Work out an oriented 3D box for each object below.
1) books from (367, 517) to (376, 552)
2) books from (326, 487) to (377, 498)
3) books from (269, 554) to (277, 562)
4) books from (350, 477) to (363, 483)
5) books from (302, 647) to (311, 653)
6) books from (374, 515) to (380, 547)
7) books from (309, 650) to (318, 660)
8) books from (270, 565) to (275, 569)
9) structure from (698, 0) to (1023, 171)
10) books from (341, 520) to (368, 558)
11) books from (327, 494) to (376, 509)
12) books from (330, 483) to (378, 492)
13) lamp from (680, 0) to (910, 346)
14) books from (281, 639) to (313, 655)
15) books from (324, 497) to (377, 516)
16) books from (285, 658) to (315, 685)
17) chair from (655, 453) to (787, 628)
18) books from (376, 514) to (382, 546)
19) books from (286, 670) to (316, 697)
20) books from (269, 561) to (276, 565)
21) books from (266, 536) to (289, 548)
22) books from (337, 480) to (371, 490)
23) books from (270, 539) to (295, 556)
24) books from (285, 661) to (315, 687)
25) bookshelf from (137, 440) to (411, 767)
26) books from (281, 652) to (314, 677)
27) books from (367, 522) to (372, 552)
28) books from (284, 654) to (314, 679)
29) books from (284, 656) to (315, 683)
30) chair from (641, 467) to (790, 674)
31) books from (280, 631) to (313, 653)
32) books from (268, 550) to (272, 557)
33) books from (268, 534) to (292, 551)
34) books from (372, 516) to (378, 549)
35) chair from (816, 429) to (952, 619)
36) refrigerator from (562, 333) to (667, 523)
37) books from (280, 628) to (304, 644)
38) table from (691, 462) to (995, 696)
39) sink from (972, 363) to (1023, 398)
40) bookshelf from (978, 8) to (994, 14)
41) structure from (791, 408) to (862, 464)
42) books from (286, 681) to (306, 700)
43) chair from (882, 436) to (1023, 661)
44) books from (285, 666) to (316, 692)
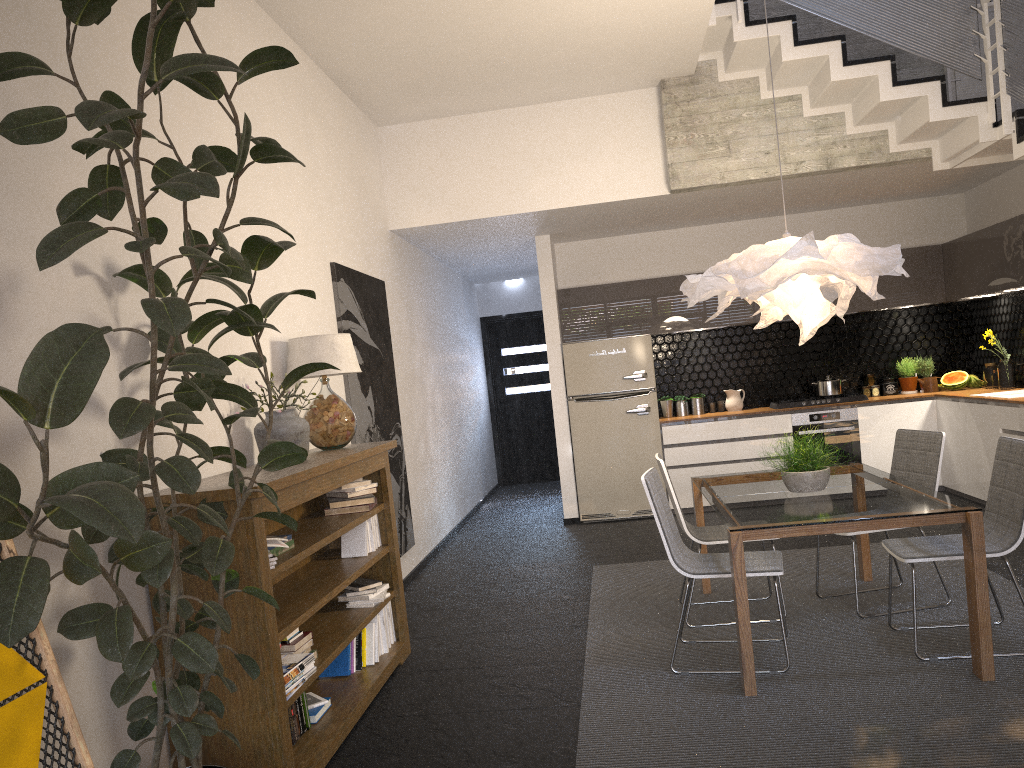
[{"bbox_3d":[-0.791,0.787,4.630,0.136,0.189,0.018,-6,3,7],"label":"books"},{"bbox_3d":[-0.847,0.569,4.661,0.178,0.029,0.225,-6,1,-41],"label":"books"},{"bbox_3d":[-1.040,0.656,3.317,0.252,0.011,0.319,-6,0,-27],"label":"books"},{"bbox_3d":[-0.884,0.503,4.638,0.205,0.022,0.155,-6,0,-8],"label":"books"},{"bbox_3d":[-0.952,1.106,3.601,0.227,0.024,0.166,-6,0,5],"label":"books"},{"bbox_3d":[-0.786,0.786,4.751,0.136,0.189,0.018,-6,3,7],"label":"books"},{"bbox_3d":[-0.940,1.134,3.608,0.243,0.034,0.179,-6,0,9],"label":"books"},{"bbox_3d":[-1.026,0.676,3.293,0.252,0.011,0.318,-6,0,-20],"label":"books"},{"bbox_3d":[1.702,-2.957,5.213,4.237,8.333,8.435,-6,2,6],"label":"structure"},{"bbox_3d":[-0.808,0.792,4.538,0.135,0.182,0.077,-6,3,7],"label":"books"},{"bbox_3d":[0.648,-2.928,6.102,5.371,6.728,0.361,-8,4,-43],"label":"books"},{"bbox_3d":[-0.858,0.545,4.658,0.244,0.019,0.174,-6,0,32],"label":"books"},{"bbox_3d":[1.142,-2.782,4.285,1.119,5.228,1.057,-5,4,17],"label":"lamp"},{"bbox_3d":[-0.962,1.083,3.612,0.243,0.024,0.174,-6,0,14],"label":"books"},{"bbox_3d":[-0.834,0.636,4.602,0.230,0.034,0.285,-6,0,-1],"label":"books"},{"bbox_3d":[-0.903,1.092,3.339,0.219,0.008,0.304,-6,0,10],"label":"books"},{"bbox_3d":[1.144,0.829,4.916,0.602,0.922,0.473,-6,3,7],"label":"chair"},{"bbox_3d":[-0.782,0.785,4.774,0.135,0.190,0.031,-6,3,7],"label":"books"},{"bbox_3d":[-0.899,1.136,3.333,0.219,0.007,0.304,-6,0,11],"label":"books"},{"bbox_3d":[-1.032,0.666,3.301,0.252,0.011,0.318,-6,0,-24],"label":"books"},{"bbox_3d":[-1.052,0.601,3.341,0.323,0.109,0.272,-6,1,41],"label":"books"},{"bbox_3d":[-0.873,0.525,4.639,0.174,0.024,0.243,-6,0,-39],"label":"books"},{"bbox_3d":[-0.996,0.662,3.506,0.180,0.034,0.242,-6,0,10],"label":"books"},{"bbox_3d":[-0.908,1.104,3.342,0.219,0.006,0.303,-6,0,11],"label":"books"},{"bbox_3d":[-0.896,0.928,3.942,0.451,1.175,1.913,-6,1,6],"label":"bookshelf"},{"bbox_3d":[-0.911,1.069,3.341,0.219,0.013,0.304,-6,0,11],"label":"books"},{"bbox_3d":[-0.799,0.802,4.615,0.120,0.159,0.016,-6,3,7],"label":"books"},{"bbox_3d":[-0.912,1.078,3.340,0.219,0.008,0.303,-6,0,11],"label":"books"},{"bbox_3d":[-0.907,1.085,3.339,0.219,0.008,0.304,-6,0,10],"label":"books"},{"bbox_3d":[0.969,0.852,4.198,0.602,0.922,0.473,-5,3,16],"label":"chair"},{"bbox_3d":[-0.954,1.056,3.613,0.225,0.029,0.179,-6,0,10],"label":"books"},{"bbox_3d":[-1.038,0.635,3.288,0.252,0.011,0.318,-6,0,-22],"label":"books"},{"bbox_3d":[-0.994,0.633,3.495,0.166,0.024,0.226,-6,0,11],"label":"books"},{"bbox_3d":[-0.790,0.786,4.696,0.135,0.189,0.015,-6,3,7],"label":"books"},{"bbox_3d":[1.999,0.738,4.815,0.601,0.922,0.474,-6,3,-8],"label":"chair"},{"bbox_3d":[0.994,0.424,8.539,0.829,1.716,0.767,-6,3,7],"label":"refrigerator"},{"bbox_3d":[-0.978,1.009,3.606,0.217,0.069,0.157,-6,1,16],"label":"books"},{"bbox_3d":[1.533,0.892,4.525,0.998,0.716,1.795,-6,1,6],"label":"table"},{"bbox_3d":[4.023,-0.006,7.021,0.490,0.450,0.721,-6,1,7],"label":"sink"},{"bbox_3d":[3.459,-3.294,6.711,0.973,1.110,0.441,-6,3,7],"label":"bookshelf"},{"bbox_3d":[2.917,0.534,8.378,0.588,0.590,0.582,-6,2,7],"label":"structure"},{"bbox_3d":[-0.899,1.143,3.335,0.219,0.008,0.304,-6,0,6],"label":"books"},{"bbox_3d":[2.057,0.737,4.056,0.602,0.922,0.473,-6,3,9],"label":"chair"},{"bbox_3d":[-0.900,1.120,3.332,0.219,0.013,0.304,-6,0,11],"label":"books"}]
